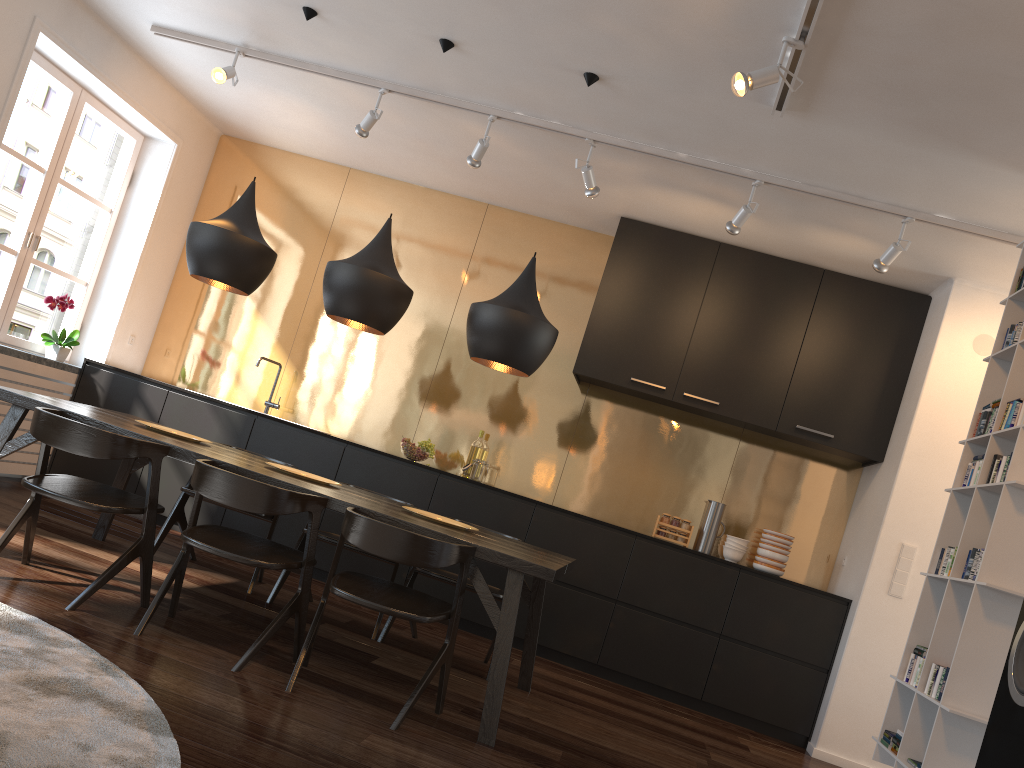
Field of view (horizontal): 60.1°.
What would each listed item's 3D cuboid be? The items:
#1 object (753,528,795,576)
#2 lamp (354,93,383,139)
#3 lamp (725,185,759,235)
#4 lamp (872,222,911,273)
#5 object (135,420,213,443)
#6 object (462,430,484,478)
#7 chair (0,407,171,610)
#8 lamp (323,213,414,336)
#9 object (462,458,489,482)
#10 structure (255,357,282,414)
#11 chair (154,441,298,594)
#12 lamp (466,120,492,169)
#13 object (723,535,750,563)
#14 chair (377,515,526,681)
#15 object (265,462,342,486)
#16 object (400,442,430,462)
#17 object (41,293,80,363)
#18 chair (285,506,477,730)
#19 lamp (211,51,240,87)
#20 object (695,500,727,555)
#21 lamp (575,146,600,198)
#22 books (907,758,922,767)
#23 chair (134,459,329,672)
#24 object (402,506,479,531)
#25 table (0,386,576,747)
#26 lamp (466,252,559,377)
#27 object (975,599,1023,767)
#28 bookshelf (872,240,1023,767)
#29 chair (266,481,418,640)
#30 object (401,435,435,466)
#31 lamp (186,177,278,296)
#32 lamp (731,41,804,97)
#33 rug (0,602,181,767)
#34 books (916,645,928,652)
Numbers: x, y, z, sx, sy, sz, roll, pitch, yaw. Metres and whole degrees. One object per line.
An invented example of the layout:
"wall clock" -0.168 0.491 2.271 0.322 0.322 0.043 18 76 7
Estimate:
"object" 1.658 1.071 5.613 0.199 0.263 0.197 19 -4 -16
"lamp" -0.750 -1.465 4.828 0.086 0.238 0.249 20 -5 -39
"lamp" 1.201 -0.886 4.507 0.086 0.239 0.250 18 -4 -19
"lamp" 1.911 -0.677 4.387 0.085 0.239 0.250 18 -4 -14
"object" -1.578 0.229 4.128 0.354 0.016 0.359 16 -6 13
"object" -0.252 0.479 6.030 0.092 0.338 0.091 19 -3 -23
"chair" -1.697 0.489 3.495 0.591 0.668 0.523 17 -4 8
"lamp" -0.633 -0.525 4.049 0.413 0.539 0.410 18 -4 -14
"object" -0.238 0.561 5.858 0.177 0.151 0.088 19 -3 -13
"structure" -1.701 0.025 6.159 0.108 0.384 0.269 16 -4 26
"chair" -1.497 0.697 4.744 0.592 0.668 0.523 17 -4 6
"lamp" -0.146 -1.284 4.733 0.086 0.239 0.249 19 -4 -24
"object" 1.428 1.060 5.670 0.156 0.159 0.156 14 -5 38
"chair" -0.257 1.060 4.505 0.591 0.668 0.524 17 -4 9
"object" -0.948 0.415 4.021 0.357 0.016 0.356 19 -6 -9
"object" -0.632 0.452 5.734 0.221 0.096 0.217 21 -7 -33
"object" -2.889 -0.364 5.685 0.231 0.435 0.405 18 -4 -14
"chair" -0.474 0.851 3.293 0.591 0.668 0.523 17 -4 8
"lamp" -1.549 -1.716 4.820 0.085 0.239 0.251 18 -4 -3
"object" 1.306 0.938 5.755 0.163 0.338 0.115 17 -3 13
"lamp" 0.664 -0.134 5.187 0.088 1.840 1.859 15 -5 44
"books" 1.362 1.263 2.904 0.093 0.012 0.112 16 -6 10
"chair" -1.052 0.680 3.391 0.591 0.668 0.524 17 -4 10
"object" -0.318 0.601 3.914 0.354 0.016 0.359 16 -6 13
"table" -1.043 0.745 3.967 2.491 0.677 1.116 16 -5 9
"lamp" 0.026 -0.330 3.937 0.415 0.539 0.408 20 -4 -33
"object" 1.308 0.746 2.019 0.279 0.999 0.297 17 -3 10
"bookshelf" 1.692 0.373 2.997 0.226 2.067 0.644 17 -3 10
"chair" -0.831 0.890 4.602 0.591 0.668 0.523 17 -4 8
"object" -0.611 0.416 5.720 0.240 0.172 0.178 18 -4 -6
"lamp" -1.291 -0.719 4.161 0.407 0.539 0.416 14 -5 43
"lamp" 0.929 -1.124 3.193 0.251 0.239 0.085 18 -3 -9
"rug" -2.086 0.503 1.693 2.849 0.012 2.840 19 -6 -10
"books" 1.504 0.956 3.149 0.093 0.012 0.112 16 -6 10
